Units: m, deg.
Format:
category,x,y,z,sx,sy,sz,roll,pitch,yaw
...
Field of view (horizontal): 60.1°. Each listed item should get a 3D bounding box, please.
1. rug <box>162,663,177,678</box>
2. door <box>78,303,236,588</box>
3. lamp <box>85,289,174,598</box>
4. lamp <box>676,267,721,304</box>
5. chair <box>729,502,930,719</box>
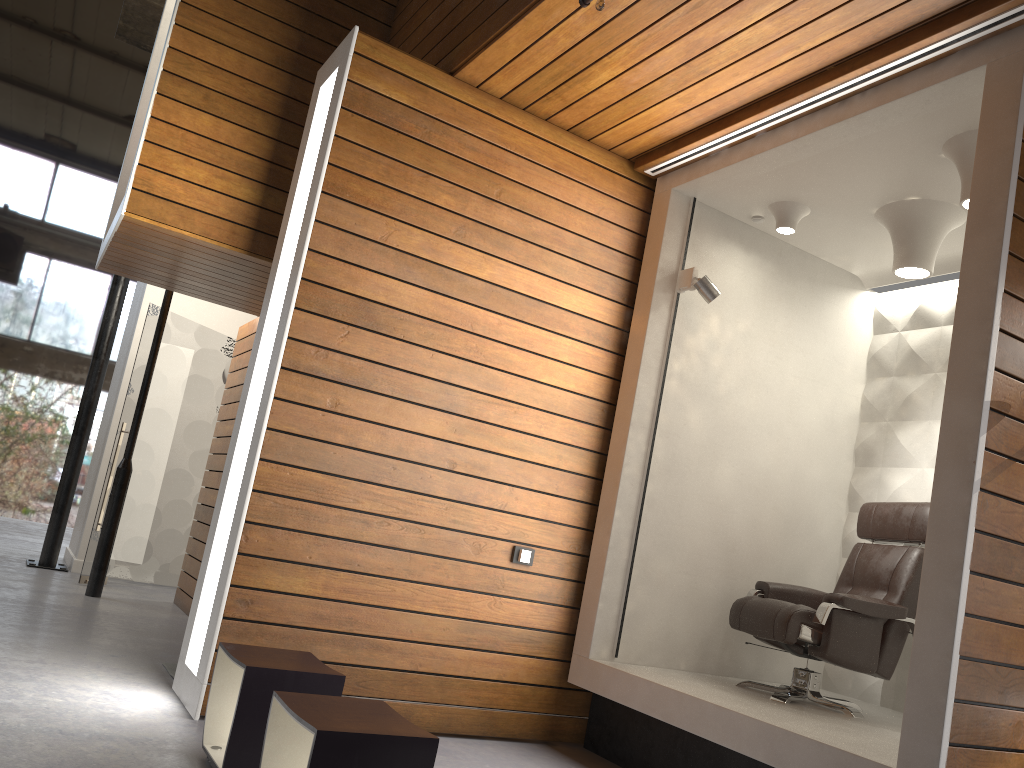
category,x,y,z,sx,sy,sz,roll,pitch,yaw
rug,-1.015,1.622,4.733,1.586,0.014,0.541,17,-12,-28
door,-2.934,0.603,7.668,0.146,2.289,1.297,8,-9,24
lamp,-2.808,0.204,6.674,0.629,2.928,0.635,9,-8,12
lamp,0.954,-0.506,4.541,0.248,0.187,0.130,6,-10,30
chair,1.603,1.044,4.396,0.827,1.064,0.758,13,-9,-13
